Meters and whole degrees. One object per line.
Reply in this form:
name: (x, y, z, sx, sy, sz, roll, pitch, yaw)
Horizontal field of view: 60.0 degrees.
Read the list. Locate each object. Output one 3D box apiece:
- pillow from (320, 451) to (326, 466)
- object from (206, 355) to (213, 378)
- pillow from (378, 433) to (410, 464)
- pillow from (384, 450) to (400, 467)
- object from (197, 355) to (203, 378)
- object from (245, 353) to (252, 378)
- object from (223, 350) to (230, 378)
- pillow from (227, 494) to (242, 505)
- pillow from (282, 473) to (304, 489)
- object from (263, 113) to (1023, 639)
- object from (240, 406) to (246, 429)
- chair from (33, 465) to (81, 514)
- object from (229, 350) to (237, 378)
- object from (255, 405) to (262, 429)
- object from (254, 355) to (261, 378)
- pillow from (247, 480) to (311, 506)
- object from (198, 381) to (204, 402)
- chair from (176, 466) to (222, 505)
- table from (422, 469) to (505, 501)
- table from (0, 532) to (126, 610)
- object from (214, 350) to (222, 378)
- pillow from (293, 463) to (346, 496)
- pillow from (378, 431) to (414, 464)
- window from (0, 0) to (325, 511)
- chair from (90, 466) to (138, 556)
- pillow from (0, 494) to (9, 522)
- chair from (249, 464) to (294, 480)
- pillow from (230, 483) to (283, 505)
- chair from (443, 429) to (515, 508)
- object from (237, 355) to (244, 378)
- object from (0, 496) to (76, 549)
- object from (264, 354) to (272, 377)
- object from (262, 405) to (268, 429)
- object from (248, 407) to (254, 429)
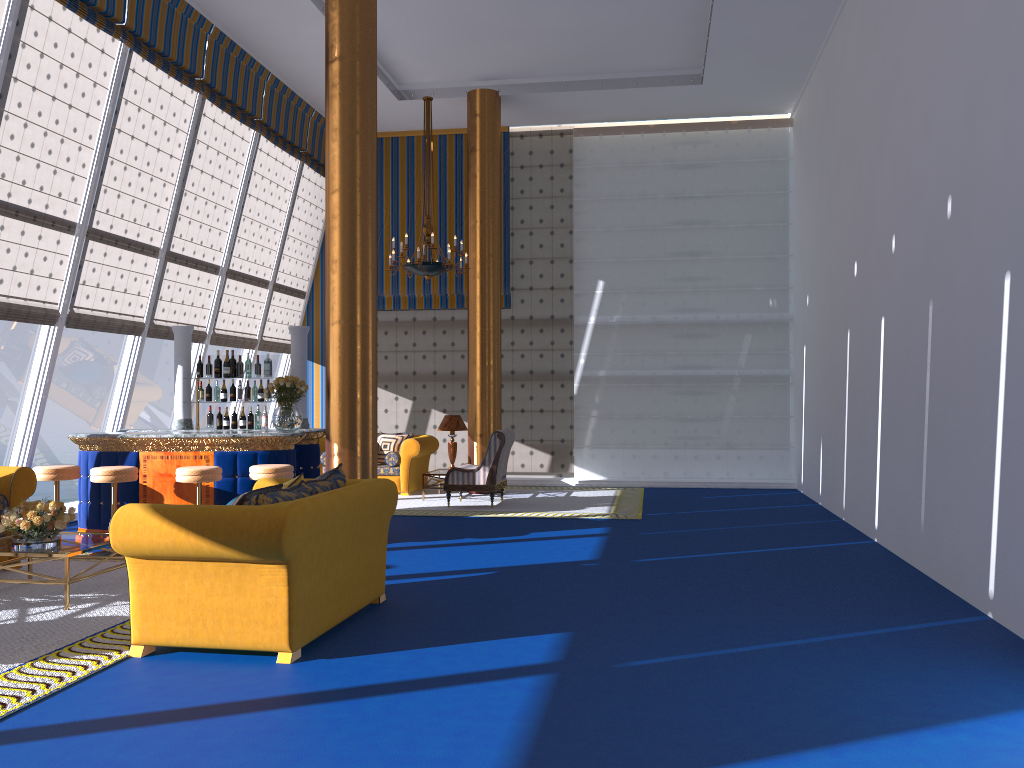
pillow: (-2.647, 1.080, 13.016, 0.214, 0.219, 0.379, 0, -1, 14)
object: (-3.316, -0.190, 9.710, 0.073, 0.246, 0.072, 0, 0, -32)
pillow: (-1.798, 0.960, 13.135, 0.520, 0.456, 0.328, 0, -1, 8)
pillow: (-1.679, 1.074, 12.842, 0.214, 0.219, 0.374, 0, -1, 14)
object: (-3.405, -0.190, 9.680, 0.065, 0.244, 0.066, 0, 0, 13)
object: (-2.855, -0.204, 9.605, 0.069, 0.271, 0.069, 0, 0, 20)
object: (-3.087, -0.217, 9.619, 0.085, 0.302, 0.085, 0, 0, 3)
pillow: (-1.726, 0.856, 5.555, 0.394, 0.367, 0.456, 0, -1, -31)
pillow: (-1.462, 0.817, 5.700, 0.231, 0.491, 0.614, 0, -1, 15)
object: (-1.113, -6.682, 6.905, 62.930, 33.600, 63.623, 0, -1, 15)
object: (-2.925, 0.366, 9.640, 0.069, 0.244, 0.068, 0, 0, -10)
chair: (-4.197, 1.141, 8.179, 0.402, 0.782, 0.394, 0, -1, -43)
object: (-3.035, -0.218, 9.637, 0.080, 0.303, 0.082, 0, 0, 26)
object: (-2.766, 0.358, 9.670, 0.069, 0.269, 0.068, 0, 0, -30)
object: (-2.759, -0.193, 9.629, 0.073, 0.246, 0.072, 0, 0, -32)
pillow: (-1.391, 0.884, 5.137, 0.338, 0.610, 0.617, 0, -1, 14)
object: (-3.368, 0.080, 9.608, 0.066, 0.225, 0.065, 0, 0, -22)
chair: (-2.812, 1.134, 7.973, 0.402, 0.782, 0.394, 0, -1, -32)
table: (-0.659, 1.406, 12.385, 0.971, 0.369, 0.909, 0, -1, 9)
table: (-3.329, 1.314, 6.352, 0.971, 0.369, 0.909, 0, -1, 9)
object: (-3.192, -0.217, 9.635, 0.081, 0.303, 0.082, 0, 0, 15)
pillow: (-1.300, 0.862, 5.723, 0.352, 0.672, 0.604, 0, -1, 17)
pillow: (-1.774, 1.021, 13.333, 0.611, 0.610, 0.341, 0, -1, 14)
window: (-4.819, -1.403, 7.724, 1.613, 5.855, 15.516, 0, -1, 9)
chair: (-3.581, 1.136, 7.990, 0.402, 0.782, 0.394, 0, -1, -43)
pillow: (-4.248, 0.986, 7.071, 0.371, 0.219, 0.215, 0, -1, 8)
chair: (-2.213, 1.135, 8.167, 0.401, 0.782, 0.395, 0, 0, -20)
pillow: (-1.589, 0.827, 5.157, 0.326, 0.456, 0.523, 0, -1, 9)
chair: (-0.407, 1.077, 11.456, 0.781, 0.966, 0.796, 0, -1, 9)
object: (-2.950, -0.189, 9.625, 0.077, 0.247, 0.075, 0, 0, -27)
object: (-3.340, 0.977, 6.253, 0.456, 0.388, 0.502, 0, -1, -10)
object: (-2.656, -0.201, 9.655, 0.092, 0.259, 0.091, 0, 0, -8)
object: (-2.688, 0.363, 9.668, 0.061, 0.258, 0.061, 0, 0, 9)
object: (-2.841, 0.369, 9.648, 0.066, 0.244, 0.065, 0, 0, -10)
